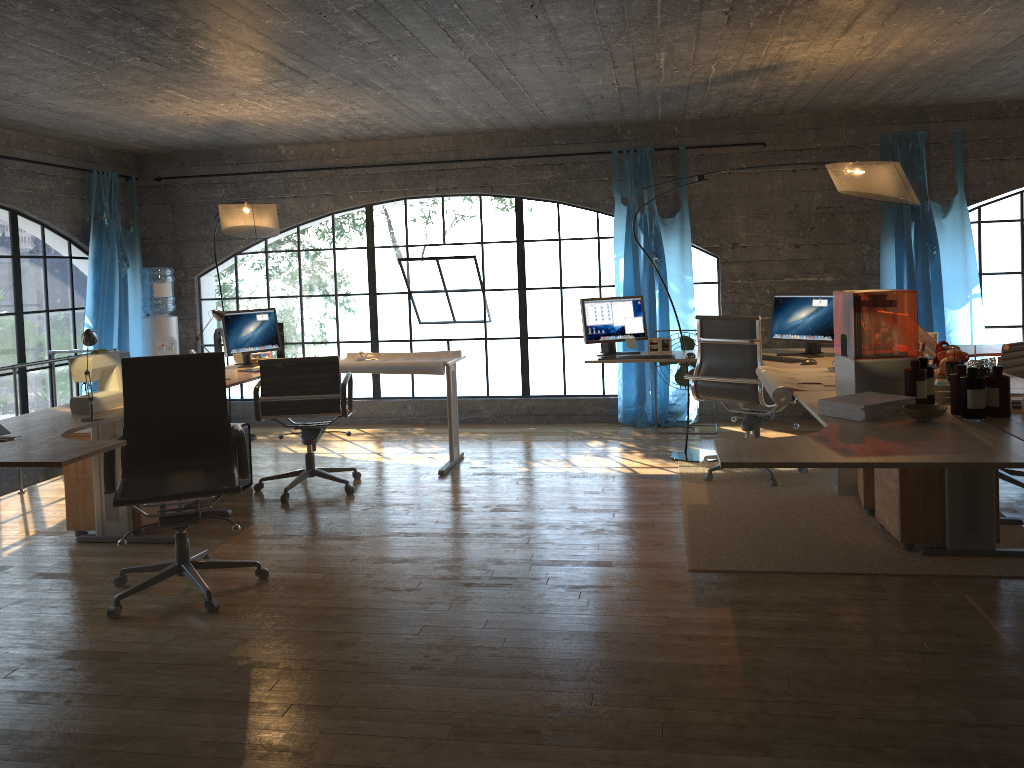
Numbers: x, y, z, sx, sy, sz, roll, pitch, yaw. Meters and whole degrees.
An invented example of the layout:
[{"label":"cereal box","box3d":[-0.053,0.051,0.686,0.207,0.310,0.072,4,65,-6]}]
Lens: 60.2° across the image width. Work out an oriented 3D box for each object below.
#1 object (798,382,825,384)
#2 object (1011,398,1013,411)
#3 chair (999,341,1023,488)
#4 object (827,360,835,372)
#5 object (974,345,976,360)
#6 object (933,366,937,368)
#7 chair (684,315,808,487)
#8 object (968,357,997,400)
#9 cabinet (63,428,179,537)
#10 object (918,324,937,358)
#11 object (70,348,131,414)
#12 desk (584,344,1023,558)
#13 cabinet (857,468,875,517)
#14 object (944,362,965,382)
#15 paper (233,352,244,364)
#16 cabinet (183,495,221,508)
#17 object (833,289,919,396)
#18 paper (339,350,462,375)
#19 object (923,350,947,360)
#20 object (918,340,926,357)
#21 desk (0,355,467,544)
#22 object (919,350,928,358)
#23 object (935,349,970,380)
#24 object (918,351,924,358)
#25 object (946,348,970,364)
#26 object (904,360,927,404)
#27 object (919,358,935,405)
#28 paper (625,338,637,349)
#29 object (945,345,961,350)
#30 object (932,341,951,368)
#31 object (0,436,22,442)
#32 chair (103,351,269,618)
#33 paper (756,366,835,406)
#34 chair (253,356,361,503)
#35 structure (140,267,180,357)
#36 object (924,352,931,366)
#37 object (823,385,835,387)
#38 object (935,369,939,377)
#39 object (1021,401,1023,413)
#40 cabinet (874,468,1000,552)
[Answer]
[{"label":"object","box3d":[1.441,-0.002,4.245,0.125,0.009,0.012,1,6,23]},{"label":"object","box3d":[1.896,0.072,3.364,0.025,0.058,0.025,-2,3,-7]},{"label":"chair","box3d":[2.654,0.174,4.948,0.655,0.855,0.686,-5,5,-34]},{"label":"object","box3d":[1.735,-0.092,4.644,0.054,0.064,0.160,-4,7,-23]},{"label":"object","box3d":[2.387,-0.138,4.549,0.045,0.131,0.046,-2,3,5]},{"label":"object","box3d":[2.318,-0.094,4.701,0.147,0.007,0.008,-2,5,3]},{"label":"chair","box3d":[1.446,0.062,5.545,0.653,1.011,0.688,1,5,44]},{"label":"object","box3d":[1.774,0.005,3.328,0.098,0.213,0.095,-2,3,8]},{"label":"cabinet","box3d":[-2.121,0.509,4.829,0.426,0.569,0.428,-2,4,7]},{"label":"object","box3d":[2.132,-0.238,4.741,0.286,0.298,0.398,-2,5,1]},{"label":"object","box3d":[-2.016,-0.025,4.335,0.136,0.283,0.406,-2,6,10]},{"label":"desk","box3d":[1.886,0.357,4.238,3.257,0.734,3.497,-1,7,10]},{"label":"cabinet","box3d":[2.079,0.379,4.643,0.473,0.569,0.428,-1,4,18]},{"label":"object","box3d":[1.841,-0.047,3.669,0.077,0.082,0.077,-3,5,-11]},{"label":"paper","box3d":[-1.870,-0.176,6.034,0.019,0.074,0.079,-1,5,35]},{"label":"cabinet","box3d":[-2.014,0.439,5.336,0.472,0.569,0.428,-1,4,17]},{"label":"object","box3d":[1.545,-0.169,3.752,0.270,0.456,0.223,-2,3,0]},{"label":"paper","box3d":[-0.823,-0.143,6.095,0.851,0.113,0.586,-1,7,10]},{"label":"object","box3d":[2.504,-0.174,5.249,0.187,0.011,0.493,3,9,34]},{"label":"object","box3d":[2.041,-0.141,4.479,0.105,0.175,0.101,-2,3,-4]},{"label":"desk","box3d":[-1.429,0.405,4.805,1.634,0.734,3.537,-1,7,11]},{"label":"object","box3d":[1.980,-0.104,4.389,0.155,0.135,0.099,3,6,45]},{"label":"object","box3d":[1.946,-0.059,3.898,0.130,0.176,0.199,0,6,34]},{"label":"object","box3d":[1.890,-0.098,4.165,0.094,0.188,0.085,0,4,33]},{"label":"object","box3d":[1.857,-0.092,3.655,0.076,0.101,0.153,1,7,39]},{"label":"object","box3d":[1.598,0.000,3.494,0.079,0.186,0.080,-1,3,27]},{"label":"object","box3d":[1.665,-0.012,3.568,0.079,0.186,0.080,-1,3,17]},{"label":"paper","box3d":[0.813,-0.276,6.025,0.077,0.074,0.018,-4,3,-20]},{"label":"object","box3d":[2.742,-0.226,5.499,0.101,0.034,0.059,5,9,44]},{"label":"object","box3d":[2.200,-0.145,4.496,0.104,0.143,0.106,-3,4,-16]},{"label":"object","box3d":[-2.054,0.222,3.506,0.142,0.013,0.129,0,8,13]},{"label":"chair","box3d":[-1.414,0.392,3.837,0.654,1.011,0.687,-3,4,-21]},{"label":"paper","box3d":[1.558,-0.014,4.443,0.581,0.113,0.858,-1,7,10]},{"label":"chair","box3d":[-1.320,0.238,5.579,0.653,0.855,0.689,-2,4,-4]},{"label":"structure","box3d":[-3.177,-0.318,7.991,0.327,1.470,0.328,-1,3,30]},{"label":"object","box3d":[2.033,-0.090,4.327,0.074,0.119,0.217,0,6,29]},{"label":"object","box3d":[1.538,0.009,4.139,0.147,0.007,0.008,0,6,19]},{"label":"object","box3d":[1.967,-0.030,4.036,0.181,0.081,0.145,3,8,39]},{"label":"object","box3d":[1.920,0.087,3.310,0.019,0.040,0.019,-5,4,-39]},{"label":"cabinet","box3d":[1.971,0.449,4.136,0.426,0.569,0.429,-2,4,7]}]
